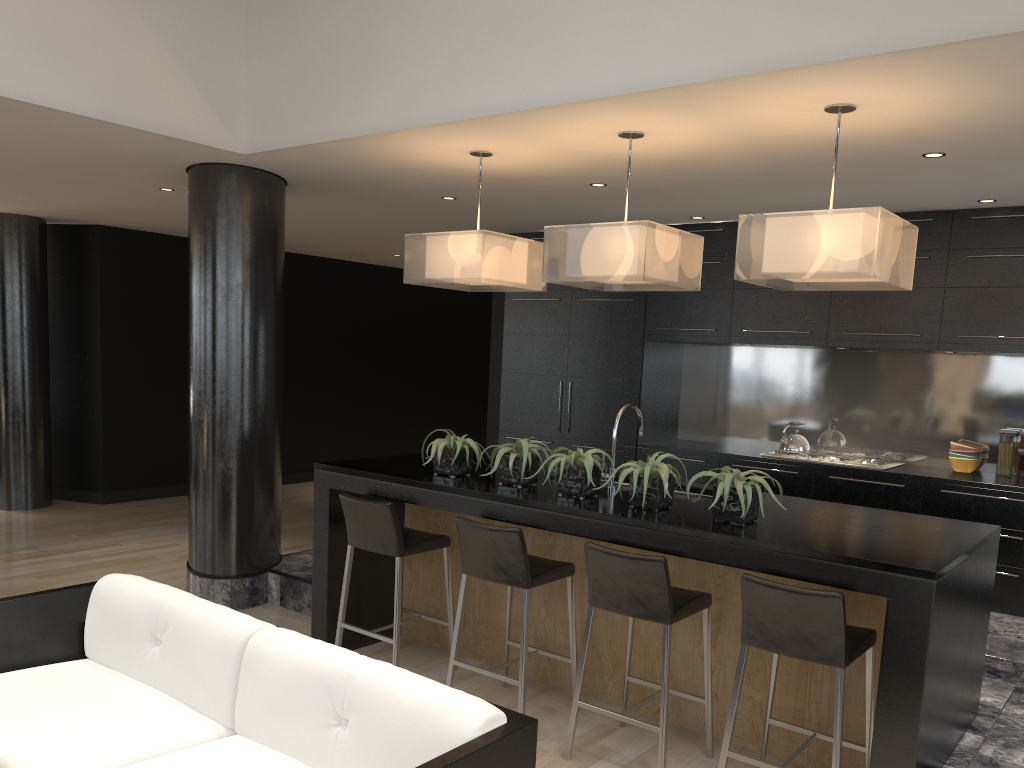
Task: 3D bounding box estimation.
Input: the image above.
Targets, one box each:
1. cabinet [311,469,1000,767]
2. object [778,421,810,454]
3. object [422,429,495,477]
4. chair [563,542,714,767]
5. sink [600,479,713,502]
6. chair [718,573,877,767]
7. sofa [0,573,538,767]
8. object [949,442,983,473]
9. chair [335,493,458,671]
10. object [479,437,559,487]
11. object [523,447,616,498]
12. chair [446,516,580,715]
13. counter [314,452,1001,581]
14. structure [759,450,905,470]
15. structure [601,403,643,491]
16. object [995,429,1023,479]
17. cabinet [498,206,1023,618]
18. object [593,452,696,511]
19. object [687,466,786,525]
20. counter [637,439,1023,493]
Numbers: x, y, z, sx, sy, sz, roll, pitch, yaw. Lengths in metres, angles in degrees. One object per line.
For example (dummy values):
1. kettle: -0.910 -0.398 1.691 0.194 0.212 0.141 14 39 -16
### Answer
1. cabinet: 0.497 1.071 4.358 3.098 1.048 1.175 5 5 37
2. object: 2.107 0.391 6.555 0.220 0.232 0.220 6 6 30
3. object: -0.313 0.347 4.590 0.397 0.241 0.403 1 4 -28
4. chair: 0.561 1.137 3.735 0.473 0.974 0.517 8 8 37
5. sink: 0.630 0.628 4.515 0.917 0.161 0.459 5 3 37
6. chair: 1.093 1.178 3.329 0.473 0.974 0.517 8 8 37
7. sofa: -1.004 1.180 2.681 2.021 0.811 0.835 5 5 37
8. object: 3.151 0.512 6.139 0.203 0.207 0.184 7 6 38
9. chair: -0.612 1.047 4.631 0.473 0.974 0.517 8 8 37
10. object: -0.004 0.371 4.323 0.406 0.241 0.394 1 4 -28
11. object: 0.323 0.409 4.044 0.397 0.219 0.403 1 4 -28
12. chair: 0.009 1.095 4.156 0.473 0.974 0.517 8 8 37
13. counter: 0.522 0.535 4.288 3.098 0.032 1.176 4 3 37
14. structure: 2.346 0.554 6.486 0.895 0.067 0.518 4 3 37
15. structure: 0.698 0.607 4.529 2.762 1.029 0.653 5 6 37
16. object: 3.465 0.475 5.924 0.363 0.319 0.113 6 8 37
17. cabinet: 2.364 0.121 6.423 5.697 2.551 0.725 5 7 37
18. object: 0.622 0.420 3.817 0.397 0.241 0.403 1 4 -28
19. object: 0.962 0.455 3.630 0.406 0.219 0.394 1 4 -28
20. counter: 2.357 0.577 6.503 2.846 0.034 0.728 4 3 37
